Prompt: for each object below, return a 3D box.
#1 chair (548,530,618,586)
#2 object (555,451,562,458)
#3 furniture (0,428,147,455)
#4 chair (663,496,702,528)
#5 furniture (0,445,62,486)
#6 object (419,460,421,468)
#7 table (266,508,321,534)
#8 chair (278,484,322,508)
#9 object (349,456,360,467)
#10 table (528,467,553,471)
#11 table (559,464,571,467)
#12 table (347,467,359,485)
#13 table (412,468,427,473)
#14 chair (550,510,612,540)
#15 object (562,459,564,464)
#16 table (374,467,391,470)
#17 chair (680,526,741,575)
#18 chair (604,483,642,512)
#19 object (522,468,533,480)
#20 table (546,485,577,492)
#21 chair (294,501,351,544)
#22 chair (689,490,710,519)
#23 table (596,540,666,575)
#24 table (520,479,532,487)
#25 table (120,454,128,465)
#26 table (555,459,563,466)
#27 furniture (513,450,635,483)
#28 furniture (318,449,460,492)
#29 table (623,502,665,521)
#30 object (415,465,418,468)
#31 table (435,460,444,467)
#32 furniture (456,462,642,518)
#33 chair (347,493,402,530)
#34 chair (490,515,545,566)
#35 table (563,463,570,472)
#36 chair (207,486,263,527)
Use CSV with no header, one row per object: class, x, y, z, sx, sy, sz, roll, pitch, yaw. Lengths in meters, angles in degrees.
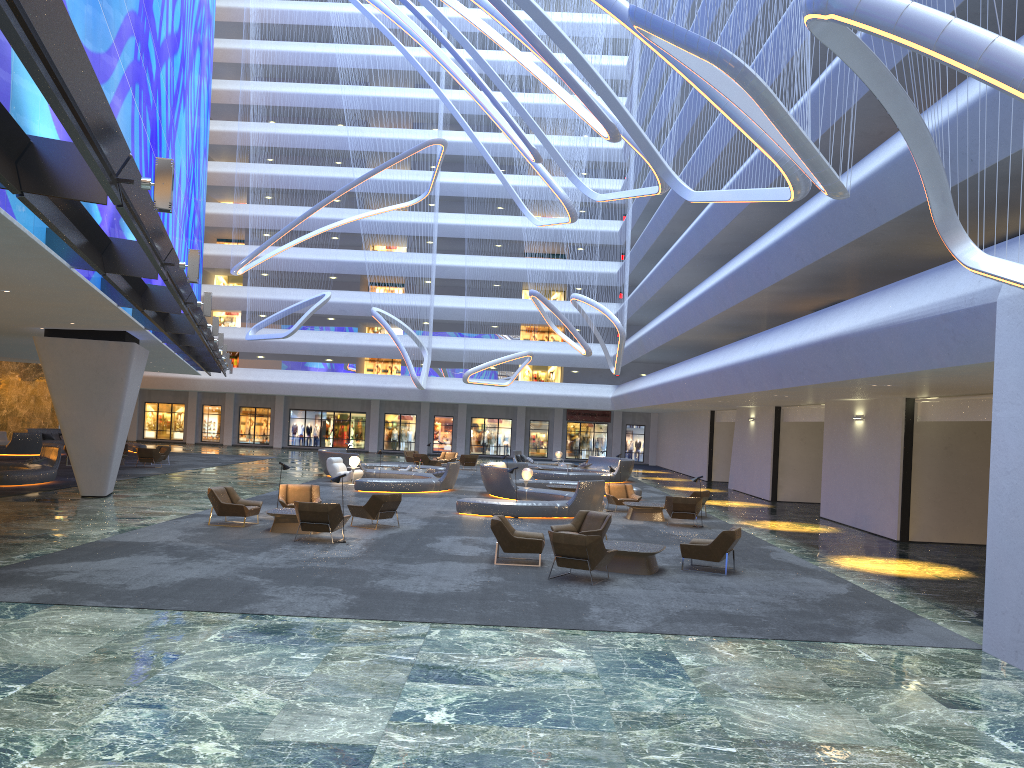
chair,1.070,2.681,13.860,0.929,0.766,0.940,2,-2,27
object,2.494,3.771,47.219,0.367,0.387,0.318,3,-1,-17
furniture,-21.986,2.673,41.748,5.183,0.969,9.939,2,-3,18
chair,4.293,3.195,22.299,0.929,0.766,0.939,2,-2,7
furniture,-18.173,2.184,26.292,9.922,0.969,5.192,2,-3,17
object,-3.667,3.182,35.266,0.066,0.355,0.076,3,-1,-32
table,-4.350,2.788,18.043,1.203,0.392,1.204,3,-2,1
chair,-4.773,2.668,19.895,0.930,0.766,0.939,3,-2,-16
object,-5.413,2.670,30.466,0.367,0.387,0.318,3,-1,-17
table,1.283,4.006,40.159,1.203,0.392,1.204,3,-2,1
table,2.648,4.257,44.525,0.671,0.406,0.674,3,-2,-3
table,-5.462,3.157,30.417,0.418,0.595,0.427,3,-1,-25
table,-3.599,3.561,35.152,0.674,0.406,0.671,4,-2,-37
chair,1.344,2.820,16.798,0.939,0.766,0.929,4,-2,-38
object,2.572,3.925,44.594,0.131,0.252,0.103,3,-1,-16
table,-5.090,3.480,34.889,0.673,0.406,0.672,2,-2,20
chair,3.447,2.857,15.382,0.938,0.766,0.930,2,-2,25
chair,3.133,3.277,25.444,0.930,0.766,0.939,3,-2,-16
object,0.486,2.836,27.941,0.367,0.387,0.318,2,-1,8
table,1.702,3.541,28.936,1.203,0.392,1.204,3,-2,1
chair,-3.614,2.587,16.750,0.929,0.766,0.939,2,-2,7
chair,4.967,3.332,24.744,0.938,0.766,0.930,2,-2,34
table,1.981,2.957,15.100,1.202,0.392,1.204,2,-2,19
table,0.421,3.323,27.907,0.418,0.595,0.428,3,-1,0
table,-15.819,2.980,34.887,1.204,0.392,1.203,4,-3,-35
table,2.405,4.193,45.903,0.427,0.595,0.418,2,-2,44
furniture,2.746,3.839,41.984,5.185,0.969,9.934,3,-2,-3
furniture,-4.730,3.089,32.697,5.186,0.969,9.933,3,-2,-7
table,3.557,3.397,23.593,1.203,0.392,1.204,3,-2,0
object,-3.796,3.291,35.175,0.071,0.118,0.151,2,-2,11
table,-3.951,3.873,42.739,1.202,0.392,1.204,1,-3,36
furniture,0.810,3.101,26.966,5.183,0.969,9.938,2,-3,17
chair,-2.939,2.724,19.195,0.938,0.766,0.930,2,-2,34
chair,0.100,2.696,15.278,0.938,0.766,0.930,3,-2,3
table,2.567,3.994,41.134,0.418,0.595,0.428,3,-1,-3
chair,-5.809,2.561,18.525,0.938,0.766,0.930,2,-2,9
